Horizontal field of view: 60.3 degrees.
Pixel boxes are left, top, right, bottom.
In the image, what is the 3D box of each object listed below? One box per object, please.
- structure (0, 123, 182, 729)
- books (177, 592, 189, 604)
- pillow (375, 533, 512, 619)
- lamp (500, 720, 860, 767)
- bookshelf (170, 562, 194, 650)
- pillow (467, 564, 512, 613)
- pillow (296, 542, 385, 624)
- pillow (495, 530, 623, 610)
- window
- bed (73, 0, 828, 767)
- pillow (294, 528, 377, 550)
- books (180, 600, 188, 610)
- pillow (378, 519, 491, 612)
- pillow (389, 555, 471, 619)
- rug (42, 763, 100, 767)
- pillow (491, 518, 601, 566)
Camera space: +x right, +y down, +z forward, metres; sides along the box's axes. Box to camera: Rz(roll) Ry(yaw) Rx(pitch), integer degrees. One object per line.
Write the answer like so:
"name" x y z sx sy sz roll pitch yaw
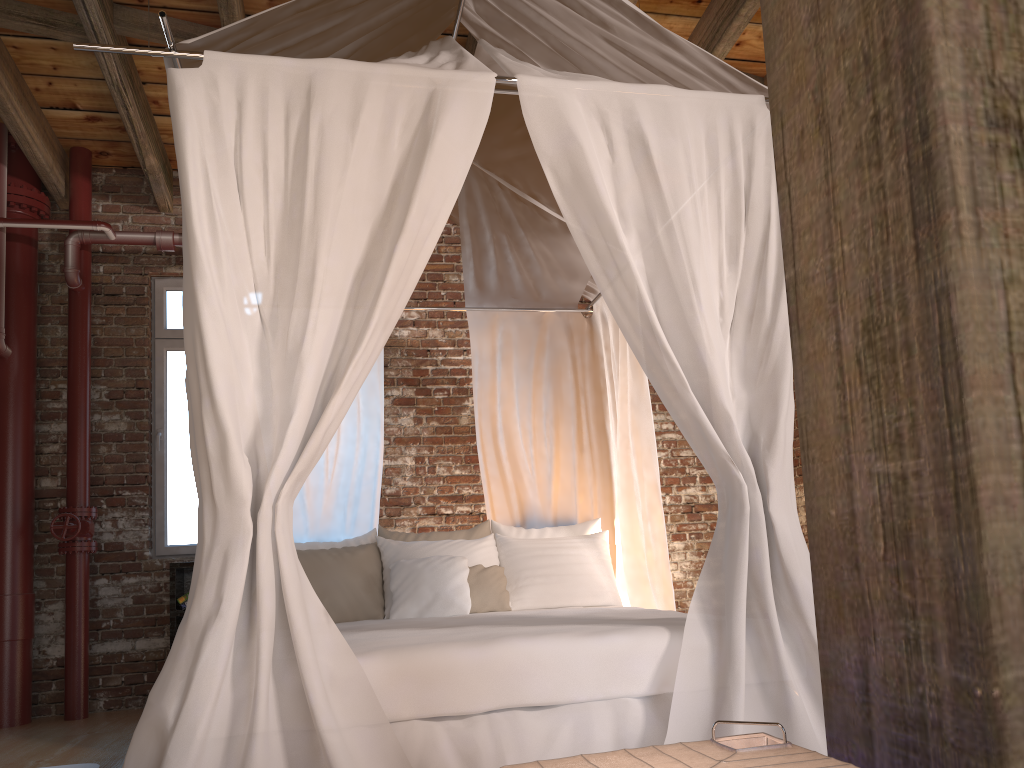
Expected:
"structure" -2.223 0.175 5.191 1.998 3.427 0.583 -1 -7 -15
"books" -1.882 1.236 5.194 0.154 0.108 0.136 -1 -10 -13
"pillow" -0.340 0.914 4.281 0.612 0.399 0.353 0 -9 -16
"lamp" 0.352 0.613 0.288 0.362 0.771 1.393 0 -11 -19
"bookshelf" -1.578 1.481 5.310 0.855 0.836 0.296 -1 -8 -14
"pillow" -0.153 0.970 4.177 0.288 0.231 0.164 -1 -9 -15
"pillow" -0.909 0.954 4.130 0.613 0.410 0.362 0 -9 -16
"pillow" 0.239 0.945 4.430 0.628 0.428 0.296 -1 -9 -13
"window" -1.652 0.192 5.720 1.344 1.829 0.169 -1 -7 -14
"bed" -0.237 -0.475 3.617 2.495 3.840 2.701 -1 -9 -13
"pillow" -0.949 0.961 4.324 0.632 0.487 0.201 -1 -8 -14
"books" -1.867 1.271 5.193 0.154 0.108 0.136 -1 -10 -13
"pillow" -0.386 0.942 4.477 0.631 0.489 0.211 -1 -8 -14
"pillow" -0.383 0.941 4.087 0.383 0.288 0.218 -3 -9 -5
"rug" -1.964 1.413 2.860 0.859 0.007 1.455 -1 -12 -11
"pillow" 0.197 0.942 4.624 0.630 0.493 0.210 -1 -8 -14
